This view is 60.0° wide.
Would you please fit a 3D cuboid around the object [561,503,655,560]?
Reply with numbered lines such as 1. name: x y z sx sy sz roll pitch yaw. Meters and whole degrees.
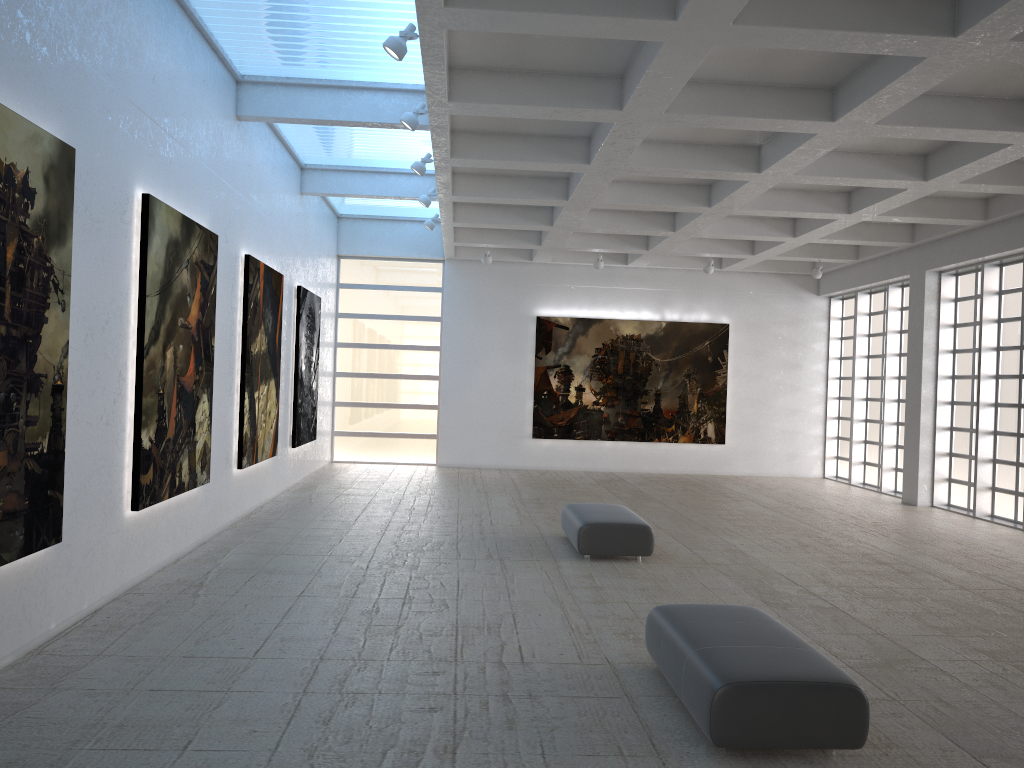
1. object: 2.035 3.205 19.544 1.616 0.828 3.044 2 0 -3

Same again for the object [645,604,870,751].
1. object: 2.597 3.228 10.041 1.616 0.828 3.044 2 0 -3
